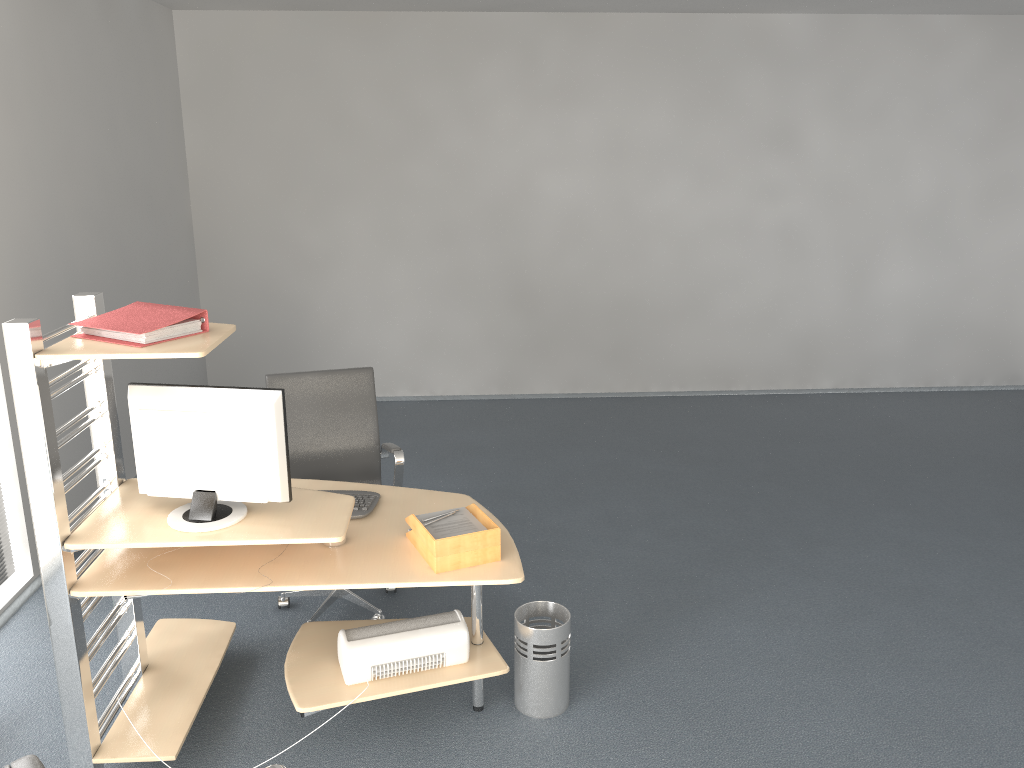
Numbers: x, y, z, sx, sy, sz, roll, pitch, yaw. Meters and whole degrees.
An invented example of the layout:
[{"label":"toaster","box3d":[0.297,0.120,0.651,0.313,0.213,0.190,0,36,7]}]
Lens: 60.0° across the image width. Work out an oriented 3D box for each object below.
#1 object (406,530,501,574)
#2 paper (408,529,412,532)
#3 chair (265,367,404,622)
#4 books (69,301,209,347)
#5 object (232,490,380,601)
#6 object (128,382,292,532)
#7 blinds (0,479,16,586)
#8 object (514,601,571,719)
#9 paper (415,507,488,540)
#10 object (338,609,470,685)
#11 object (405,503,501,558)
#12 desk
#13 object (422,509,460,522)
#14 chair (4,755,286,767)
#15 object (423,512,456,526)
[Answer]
[{"label":"object","box3d":[-0.202,0.524,2.982,0.225,0.060,0.309,-7,17,-23]},{"label":"paper","box3d":[-0.203,0.535,2.986,0.210,0.019,0.297,-7,17,-23]},{"label":"chair","box3d":[-0.788,0.519,3.914,0.584,1.048,0.652,-5,16,-16]},{"label":"books","box3d":[-1.160,-0.191,2.763,0.320,0.072,0.262,8,17,28]},{"label":"object","box3d":[-0.766,0.540,3.085,0.478,0.082,0.814,1,15,4]},{"label":"object","box3d":[-0.990,0.224,2.805,0.516,0.418,0.245,5,16,18]},{"label":"blinds","box3d":[-2.317,-0.190,2.913,0.022,2.770,1.950,-1,15,-3]},{"label":"object","box3d":[0.113,1.034,3.324,0.208,0.377,0.208,12,20,39]},{"label":"paper","box3d":[-0.203,0.485,2.972,0.210,0.010,0.297,-7,17,-23]},{"label":"object","box3d":[-0.406,0.886,3.173,0.438,0.162,0.351,-5,16,-18]},{"label":"object","box3d":[-0.202,0.469,2.967,0.225,0.060,0.309,-7,17,-23]},{"label":"desk","box3d":[-0.721,0.449,3.185,1.469,1.566,0.967,-1,15,-3]},{"label":"object","box3d":[-0.244,0.453,3.060,0.159,0.009,0.008,-12,19,-38]},{"label":"chair","box3d":[-0.449,1.138,1.635,0.652,1.048,0.584,-12,19,-36]},{"label":"object","box3d":[-0.248,0.461,3.032,0.008,0.009,0.159,13,20,40]}]
